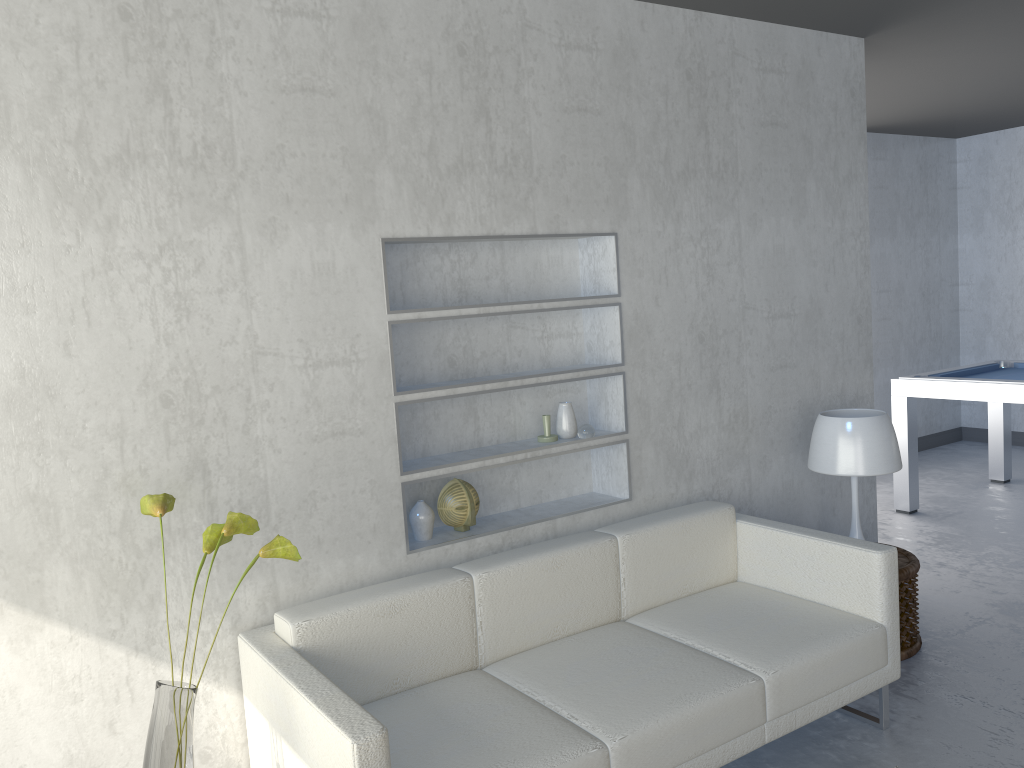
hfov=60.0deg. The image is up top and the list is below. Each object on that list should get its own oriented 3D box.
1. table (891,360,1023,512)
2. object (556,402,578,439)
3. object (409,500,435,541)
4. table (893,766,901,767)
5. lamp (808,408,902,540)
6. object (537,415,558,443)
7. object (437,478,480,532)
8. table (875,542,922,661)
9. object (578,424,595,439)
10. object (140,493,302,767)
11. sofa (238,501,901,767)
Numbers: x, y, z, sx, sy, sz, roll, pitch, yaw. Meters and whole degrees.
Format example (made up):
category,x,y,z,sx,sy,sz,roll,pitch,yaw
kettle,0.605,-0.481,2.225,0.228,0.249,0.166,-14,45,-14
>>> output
category,x,y,z,sx,sy,sz,roll,pitch,yaw
table,3.373,0.331,4.823,1.180,0.835,2.095,-8,7,-33
object,0.199,0.132,3.252,0.079,0.130,0.079,-8,7,-35
object,-0.299,0.451,2.946,0.086,0.128,0.086,-6,6,-22
table,0.919,1.145,1.798,0.730,0.190,0.773,-8,7,-33
lamp,1.350,0.402,3.491,0.347,0.582,0.347,-1,6,25
object,0.127,0.160,3.213,0.074,0.094,0.074,-2,6,21
object,-0.162,0.410,3.003,0.163,0.179,0.088,-9,8,-43
table,1.383,0.859,3.537,0.452,0.358,0.452,0,7,32
object,0.271,0.170,3.234,0.064,0.050,0.064,-7,6,-28
object,-0.676,0.792,2.105,0.400,1.051,0.387,-4,6,-5
sofa,0.256,0.867,2.672,1.881,0.658,0.821,-8,7,-33
